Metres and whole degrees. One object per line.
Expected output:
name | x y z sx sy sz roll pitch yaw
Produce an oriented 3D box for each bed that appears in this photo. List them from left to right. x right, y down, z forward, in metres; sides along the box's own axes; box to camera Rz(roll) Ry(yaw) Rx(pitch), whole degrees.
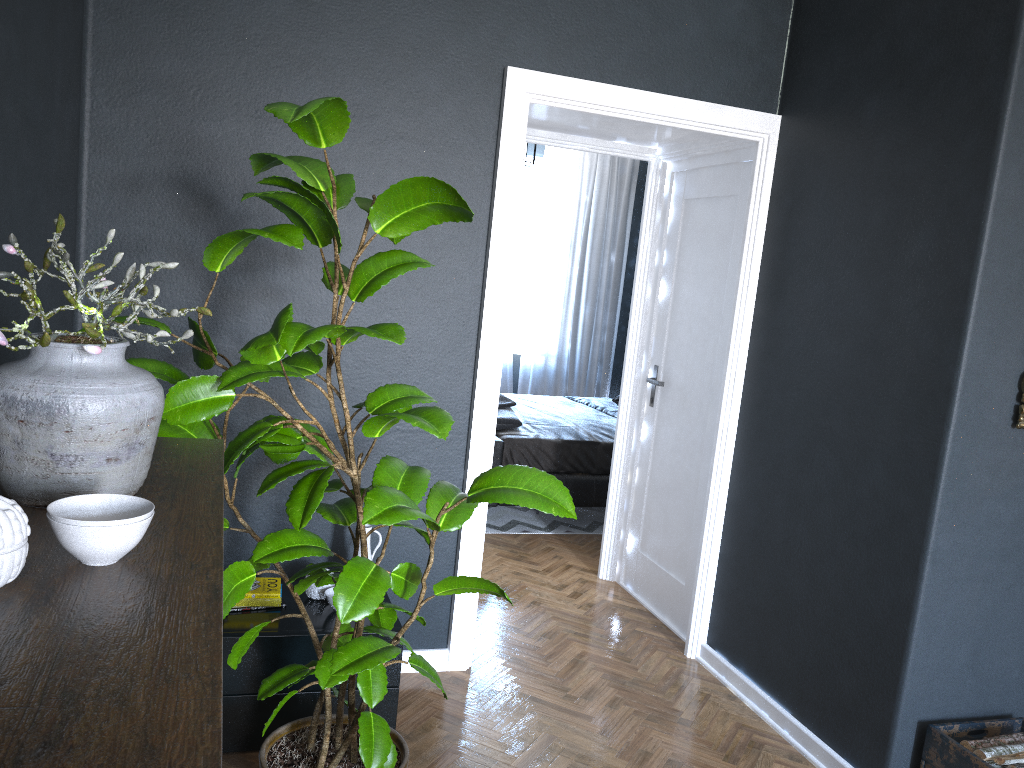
bed | 0.573 0.223 6.529 2.376 1.164 2.260 4 8 -18

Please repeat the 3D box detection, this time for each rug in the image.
rug | 0.036 0.770 6.418 1.459 0.013 2.040 4 8 -18

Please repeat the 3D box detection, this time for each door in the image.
door | 0.827 0.032 4.166 0.162 2.192 0.854 3 9 -18

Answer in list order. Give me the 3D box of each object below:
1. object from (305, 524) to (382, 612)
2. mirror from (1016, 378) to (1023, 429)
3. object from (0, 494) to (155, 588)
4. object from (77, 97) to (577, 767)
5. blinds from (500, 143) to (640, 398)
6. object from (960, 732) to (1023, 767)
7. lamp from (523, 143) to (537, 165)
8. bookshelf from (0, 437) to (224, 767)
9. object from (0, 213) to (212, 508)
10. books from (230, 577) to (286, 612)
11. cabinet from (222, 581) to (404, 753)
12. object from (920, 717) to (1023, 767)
object | -0.595 0.612 3.012 0.228 0.268 0.228 8 8 15
mirror | 2.047 -0.216 2.761 1.057 0.786 0.066 3 9 -18
object | -0.536 0.166 1.013 0.118 0.104 0.255 12 9 36
object | -0.505 0.303 2.183 1.118 1.903 0.762 2 9 -24
blinds | -0.779 -0.927 7.875 3.993 2.795 0.311 3 9 -18
object | 1.535 1.184 2.541 0.370 0.247 0.532 4 8 -18
lamp | 0.076 -1.765 5.505 0.210 0.771 0.209 5 8 -5
bookshelf | -0.568 0.824 0.912 0.451 1.174 1.914 3 8 -18
object | -0.640 -0.038 1.300 0.385 0.413 0.275 -1 10 -40
books | -0.863 0.696 2.940 0.215 0.066 0.161 3 8 -23
cabinet | -0.742 0.933 2.987 0.650 0.391 0.455 3 8 -18
object | 1.523 1.259 2.550 0.383 0.327 0.551 3 8 -18
